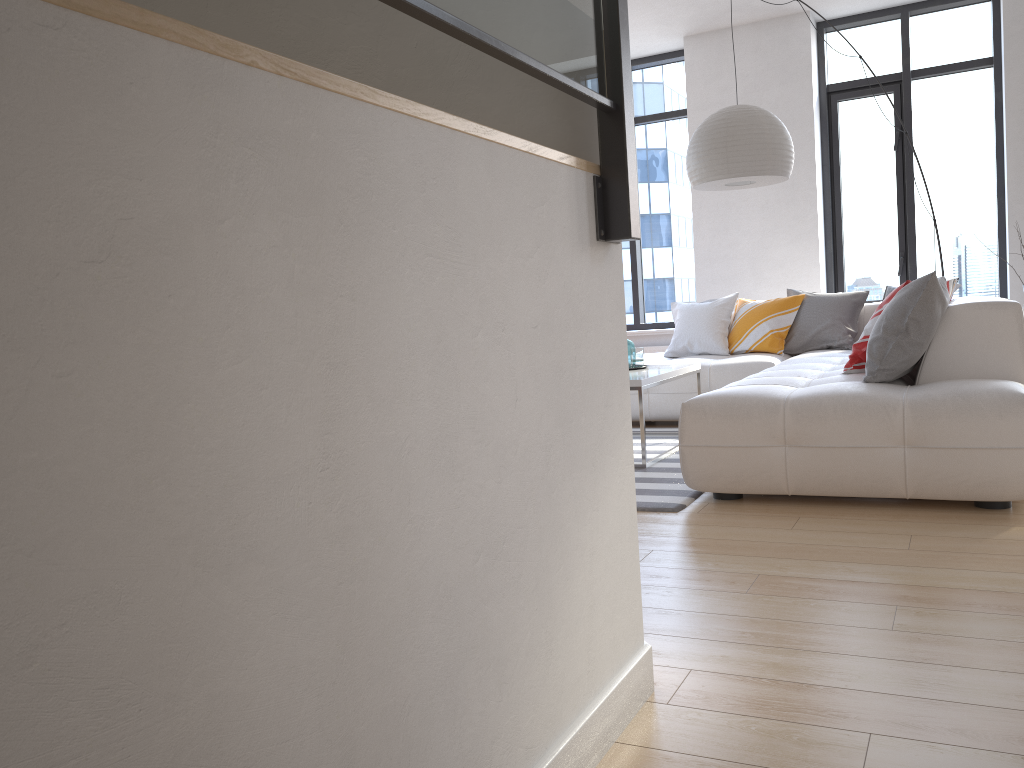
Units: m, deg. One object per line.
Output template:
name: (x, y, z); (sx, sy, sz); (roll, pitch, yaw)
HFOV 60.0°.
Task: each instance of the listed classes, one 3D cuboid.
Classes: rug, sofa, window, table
rug: (0.418, 0.397, 4.791); (1.662, 0.016, 2.326); (-2, 5, 27)
sofa: (1.369, -0.045, 5.046); (2.614, 0.732, 3.424); (-2, 5, 27)
window: (3.151, -1.749, 7.023); (1.310, 2.402, 0.170); (-2, 5, 27)
table: (0.401, 0.157, 5.037); (1.091, 0.435, 1.091); (-2, 5, 27)
window: (1.103, -1.691, 8.069); (1.310, 2.402, 0.170); (-2, 5, 27)

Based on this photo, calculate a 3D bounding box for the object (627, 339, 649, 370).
object: (0.620, -0.217, 5.149); (0.330, 0.265, 0.330); (-7, 5, -39)

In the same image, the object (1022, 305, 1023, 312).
object: (2.718, -0.433, 4.573); (0.316, 0.398, 0.319); (-7, 5, -39)

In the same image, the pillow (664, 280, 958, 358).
pillow: (1.741, -0.393, 5.739); (0.580, 0.456, 2.156); (-7, 5, -37)

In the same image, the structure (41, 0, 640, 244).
structure: (-2.014, -1.310, 0.421); (2.823, 4.339, 4.190); (-2, 5, 27)

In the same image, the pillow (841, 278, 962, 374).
pillow: (2.123, -0.316, 4.736); (0.575, 0.449, 2.250); (-2, 5, 24)

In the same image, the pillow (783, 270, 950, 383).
pillow: (1.782, -0.329, 4.799); (0.647, 0.453, 2.953); (-3, 4, 15)

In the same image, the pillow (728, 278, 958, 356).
pillow: (1.876, -0.363, 5.451); (0.630, 0.440, 2.095); (-5, 4, -16)

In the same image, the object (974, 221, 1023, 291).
object: (3.164, -0.689, 5.286); (0.406, 0.744, 0.607); (-6, 5, -23)

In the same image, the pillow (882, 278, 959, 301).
pillow: (2.261, -0.373, 5.028); (0.608, 0.436, 2.120); (-2, 5, 23)

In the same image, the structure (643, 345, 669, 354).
structure: (1.084, -0.098, 7.877); (1.015, 0.460, 0.110); (-2, 5, 27)

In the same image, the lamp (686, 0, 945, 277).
lamp: (2.442, -1.126, 5.713); (3.199, 2.647, 0.710); (-6, 5, -27)
